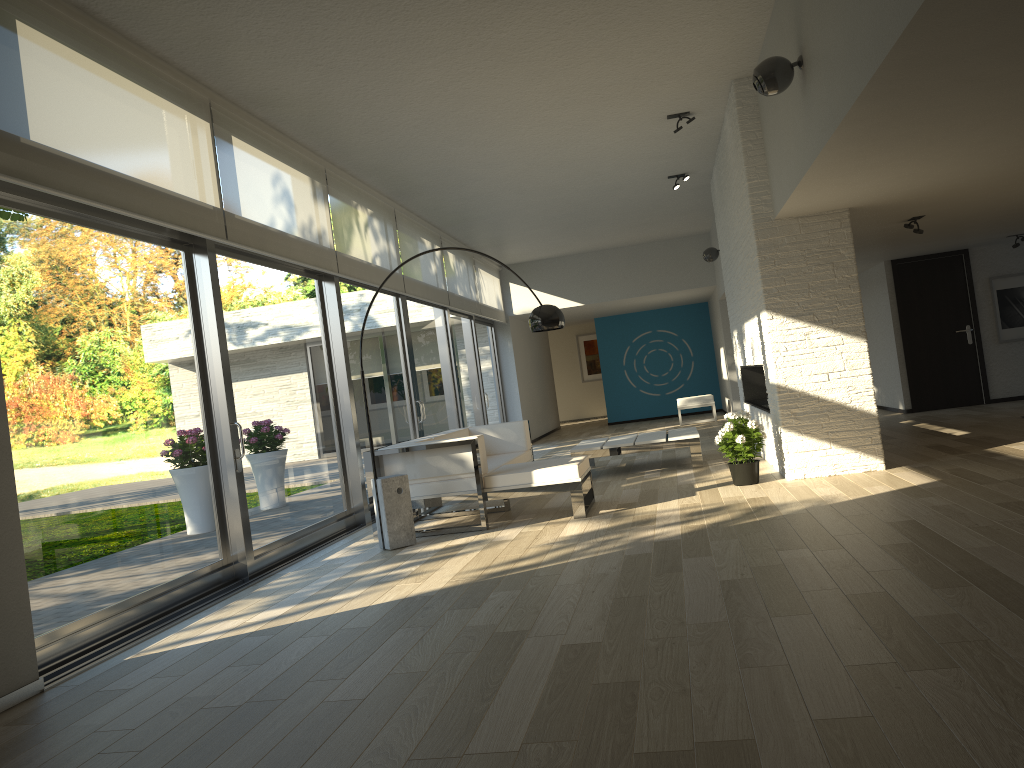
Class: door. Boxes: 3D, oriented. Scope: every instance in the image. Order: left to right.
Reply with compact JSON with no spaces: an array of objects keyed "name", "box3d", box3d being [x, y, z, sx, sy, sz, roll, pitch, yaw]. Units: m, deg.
[{"name":"door","box3d":[0.155,-0.009,10.831,19.434,2.374,22.950,-8,-1,10]},{"name":"door","box3d":[5.373,-0.664,11.142,0.920,1.948,0.108,-8,-1,10]}]

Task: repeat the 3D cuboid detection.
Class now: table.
[{"name":"table","box3d":[1.279,0.696,8.977,1.220,0.305,1.220,-8,-1,10]}]

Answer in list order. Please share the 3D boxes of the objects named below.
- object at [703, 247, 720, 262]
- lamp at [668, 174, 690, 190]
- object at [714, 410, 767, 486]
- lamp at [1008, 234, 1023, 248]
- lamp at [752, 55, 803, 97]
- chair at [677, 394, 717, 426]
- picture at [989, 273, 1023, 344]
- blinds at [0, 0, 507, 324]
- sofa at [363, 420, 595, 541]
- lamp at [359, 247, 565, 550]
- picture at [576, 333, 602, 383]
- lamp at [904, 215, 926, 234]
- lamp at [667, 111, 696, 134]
[{"name":"object","box3d":[2.770,-1.777,12.138,0.315,0.203,0.201,-8,-1,10]},{"name":"lamp","box3d":[1.839,-2.221,9.739,0.234,0.153,0.135,-8,-1,10]},{"name":"object","box3d":[1.758,0.485,6.772,0.404,0.571,0.431,-8,-1,32]},{"name":"lamp","box3d":[5.837,-1.645,10.211,0.234,0.153,0.135,-8,-1,10]},{"name":"lamp","box3d":[1.457,-1.670,4.786,0.315,0.203,0.201,-8,-1,10]},{"name":"chair","box3d":[3.140,0.437,15.106,0.611,0.442,0.610,-8,-1,10]},{"name":"picture","box3d":[6.448,-0.975,10.925,0.958,0.829,0.017,-8,-1,10]},{"name":"blinds","box3d":[-1.169,-1.402,9.189,0.056,0.984,11.530,-8,-1,10]},{"name":"sofa","box3d":[-0.089,0.691,7.374,1.545,0.655,2.404,-8,-1,10]},{"name":"lamp","box3d":[-0.258,0.005,6.394,1.755,2.025,0.282,-7,-1,-37]},{"name":"picture","box3d":[2.324,-0.704,21.806,1.377,1.191,0.017,-8,-1,10]},{"name":"lamp","box3d":[3.466,-1.352,7.632,0.135,0.153,0.234,-8,-1,10]},{"name":"lamp","box3d":[1.431,-2.188,7.454,0.234,0.153,0.135,-8,-1,10]}]
